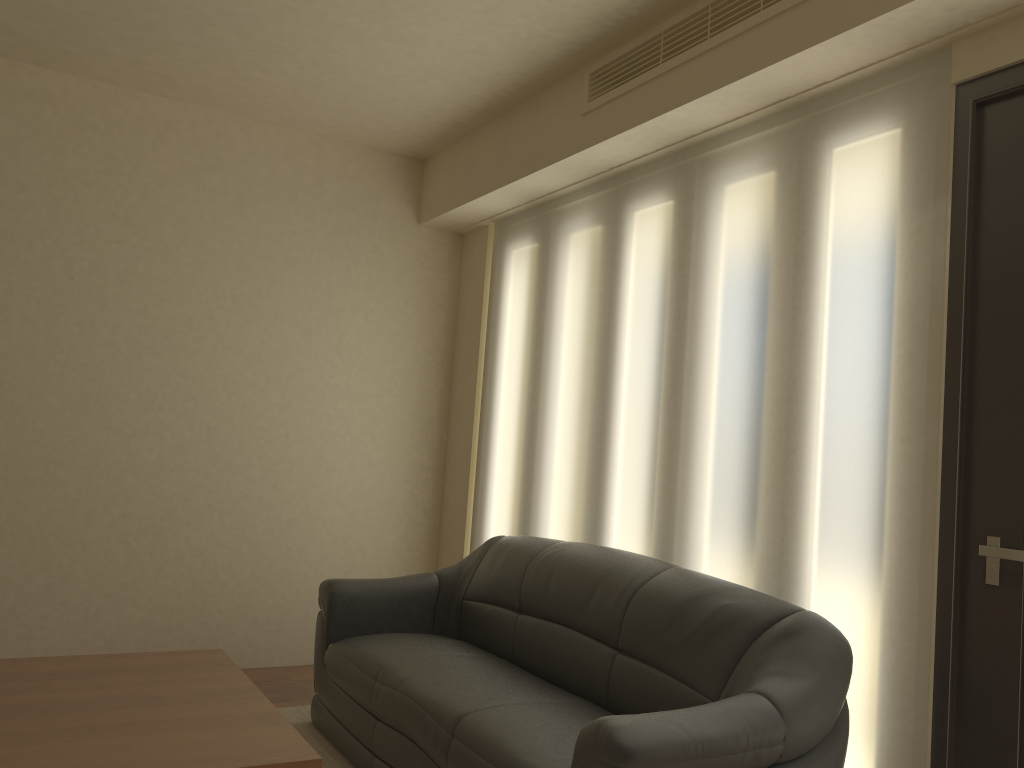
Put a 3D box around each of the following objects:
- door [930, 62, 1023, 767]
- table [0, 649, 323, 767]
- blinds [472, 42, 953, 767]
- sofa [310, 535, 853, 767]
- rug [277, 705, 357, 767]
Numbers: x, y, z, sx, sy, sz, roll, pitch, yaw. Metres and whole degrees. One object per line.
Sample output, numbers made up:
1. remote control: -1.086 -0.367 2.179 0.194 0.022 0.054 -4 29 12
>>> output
1. door: 1.524 0.296 2.141 0.118 2.420 1.011 7 -5 -29
2. table: -1.232 1.141 2.452 1.045 0.482 1.213 7 -5 -29
3. blinds: 0.526 0.234 3.789 0.002 2.453 2.830 7 -5 -29
4. sofa: 0.052 1.067 3.265 0.944 0.918 2.337 7 -5 -29
5. rug: -0.916 1.386 2.200 2.482 0.011 3.592 7 -5 -30
